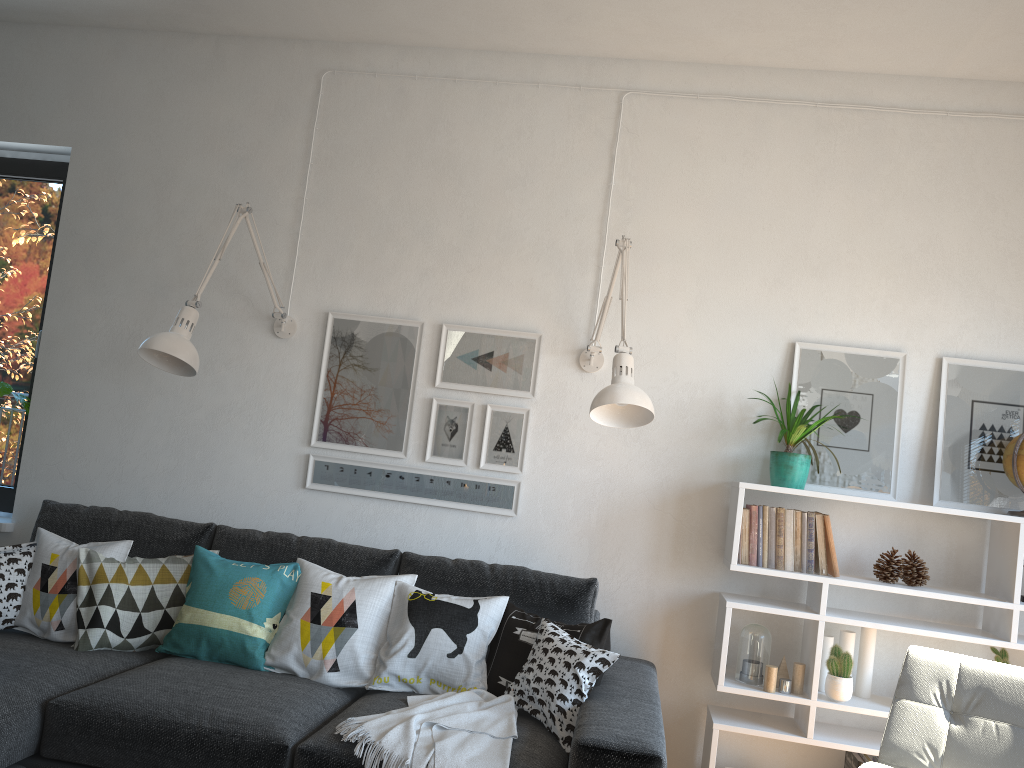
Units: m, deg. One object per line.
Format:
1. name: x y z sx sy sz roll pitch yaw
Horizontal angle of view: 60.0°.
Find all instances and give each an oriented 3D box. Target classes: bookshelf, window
1. bookshelf: 1.291 1.001 2.977 1.189 1.199 0.238 7 -4 8
2. window: -5.994 2.560 17.075 13.970 18.353 24.409 6 -4 15

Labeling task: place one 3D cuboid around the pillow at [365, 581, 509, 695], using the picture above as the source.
1. pillow: -0.231 0.826 2.834 0.382 0.318 0.266 7 -4 8

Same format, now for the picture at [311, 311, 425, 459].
1. picture: -0.560 0.001 3.449 0.390 0.533 0.013 7 -4 8

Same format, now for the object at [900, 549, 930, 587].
1. object: 1.364 0.626 3.003 0.101 0.125 0.096 5 -4 23

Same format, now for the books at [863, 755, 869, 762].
1. books: 1.172 1.359 2.933 0.006 0.208 0.170 7 -4 8

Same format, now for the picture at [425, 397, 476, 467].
1. picture: -0.234 0.184 3.393 0.166 0.248 0.021 7 -4 8

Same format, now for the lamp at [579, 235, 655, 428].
1. lamp: 0.370 -0.178 3.012 0.200 0.669 0.699 7 -4 -1

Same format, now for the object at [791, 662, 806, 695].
1. object: 0.958 0.986 2.968 0.039 0.099 0.039 7 -4 5

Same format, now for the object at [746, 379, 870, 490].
1. object: 1.001 0.180 3.093 0.424 0.371 0.388 8 -4 -5

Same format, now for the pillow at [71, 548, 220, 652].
1. pillow: -1.238 0.727 2.993 0.454 0.362 0.242 9 -4 -25

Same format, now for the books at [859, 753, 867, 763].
1. books: 1.155 1.352 2.944 0.005 0.219 0.176 7 -4 8

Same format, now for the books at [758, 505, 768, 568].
1. books: 0.867 0.524 3.065 0.035 0.209 0.129 7 -4 8

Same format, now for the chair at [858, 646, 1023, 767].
1. chair: 1.108 1.121 2.102 0.545 0.831 0.686 5 -5 33

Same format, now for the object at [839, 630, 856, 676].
1. object: 1.146 0.959 3.053 0.051 0.213 0.051 6 -4 14

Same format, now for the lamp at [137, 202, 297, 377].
1. lamp: -1.038 -0.339 3.220 0.200 0.669 0.699 6 -4 18

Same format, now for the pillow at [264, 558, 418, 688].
1. pillow: -0.570 0.793 2.890 0.436 0.368 0.285 7 -4 8

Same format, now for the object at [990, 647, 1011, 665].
1. object: 1.614 0.996 2.913 0.097 0.236 0.098 7 -4 -4

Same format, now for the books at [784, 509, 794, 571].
1. books: 0.943 0.534 3.056 0.048 0.208 0.135 7 -4 9

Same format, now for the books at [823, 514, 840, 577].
1. books: 1.081 0.549 3.033 0.070 0.204 0.132 7 -4 9

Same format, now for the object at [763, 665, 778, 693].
1. object: 0.849 0.984 3.015 0.079 0.084 0.176 9 -5 -23

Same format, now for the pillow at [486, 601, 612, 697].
1. pillow: 0.110 0.880 2.807 0.449 0.358 0.234 4 -5 34

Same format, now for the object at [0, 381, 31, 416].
1. object: -2.343 0.184 3.598 0.657 0.674 0.448 7 -4 -1

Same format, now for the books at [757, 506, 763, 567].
1. books: 0.851 0.525 3.069 0.033 0.210 0.136 7 -4 9

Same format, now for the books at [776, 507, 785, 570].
1. books: 0.914 0.529 3.055 0.044 0.210 0.133 7 -4 9

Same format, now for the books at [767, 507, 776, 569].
1. books: 0.889 0.528 3.063 0.044 0.209 0.136 7 -4 9

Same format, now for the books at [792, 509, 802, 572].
1. books: 0.970 0.536 3.051 0.044 0.209 0.133 7 -4 8

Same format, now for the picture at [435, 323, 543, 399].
1. picture: -0.088 -0.088 3.395 0.390 0.248 0.021 7 -4 8

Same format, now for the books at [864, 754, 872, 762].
1. books: 1.177 1.355 2.932 0.003 0.216 0.174 7 -4 8

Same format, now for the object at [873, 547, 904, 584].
1. object: 1.286 0.616 3.018 0.095 0.127 0.102 10 -5 -36

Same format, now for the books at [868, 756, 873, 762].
1. books: 1.190 1.362 2.933 0.006 0.211 0.174 7 -4 8

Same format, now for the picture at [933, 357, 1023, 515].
1. picture: 1.693 0.186 3.104 0.390 0.532 0.059 7 -4 8

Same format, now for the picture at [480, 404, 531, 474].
1. picture: -0.025 0.208 3.362 0.166 0.248 0.021 7 -4 8

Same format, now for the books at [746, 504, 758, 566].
1. books: 0.828 0.521 3.071 0.043 0.205 0.129 7 -4 8

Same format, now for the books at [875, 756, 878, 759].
1. books: 1.213 1.362 2.930 0.005 0.211 0.174 7 -4 8

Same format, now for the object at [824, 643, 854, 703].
1. object: 1.085 0.962 2.934 0.088 0.172 0.088 5 -4 24

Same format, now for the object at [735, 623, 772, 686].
1. object: 0.836 0.929 3.063 0.108 0.197 0.109 6 -4 20

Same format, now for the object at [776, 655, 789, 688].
1. object: 0.928 0.983 3.038 0.062 0.108 0.062 7 -4 8

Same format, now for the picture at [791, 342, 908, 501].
1. picture: 1.193 0.129 3.178 0.390 0.532 0.059 7 -4 8

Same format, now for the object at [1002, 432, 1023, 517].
1. object: 1.765 0.300 2.973 0.217 0.305 0.216 5 -4 25

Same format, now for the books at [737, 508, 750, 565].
1. books: 0.800 0.525 3.069 0.047 0.191 0.124 7 -4 8

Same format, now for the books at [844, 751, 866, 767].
1. books: 1.131 1.344 2.944 0.025 0.228 0.168 7 -4 8

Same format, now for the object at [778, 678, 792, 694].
1. object: 0.911 1.007 2.955 0.040 0.044 0.040 4 -5 35

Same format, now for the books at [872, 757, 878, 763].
1. books: 1.202 1.359 2.923 0.007 0.214 0.171 7 -4 8

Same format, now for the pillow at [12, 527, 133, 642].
1. pillow: -1.476 0.674 2.957 0.360 0.343 0.173 7 -4 8

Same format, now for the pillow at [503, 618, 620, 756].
1. pillow: 0.139 0.885 2.620 0.170 0.312 0.358 11 -5 -41

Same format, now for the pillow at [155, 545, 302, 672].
1. pillow: -0.913 0.738 2.939 0.414 0.340 0.273 7 -4 8

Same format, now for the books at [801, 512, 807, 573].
1. books: 0.992 0.541 3.049 0.035 0.204 0.131 7 -4 8

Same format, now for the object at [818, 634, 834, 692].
1. object: 1.076 0.963 3.061 0.051 0.188 0.051 6 -4 14

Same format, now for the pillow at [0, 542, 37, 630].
1. pillow: -1.707 0.668 2.898 0.160 0.319 0.334 3 -6 44

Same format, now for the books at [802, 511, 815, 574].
1. books: 1.014 0.541 3.047 0.044 0.208 0.133 7 -4 9

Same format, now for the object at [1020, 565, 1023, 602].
1. object: 1.719 0.618 2.962 0.134 0.217 0.066 5 -4 23

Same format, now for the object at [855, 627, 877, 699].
1. object: 1.216 0.954 3.047 0.051 0.238 0.051 5 -4 26

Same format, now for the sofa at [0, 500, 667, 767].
1. sofa: -0.873 0.877 2.271 2.508 0.847 2.166 7 -4 8

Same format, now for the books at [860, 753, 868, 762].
1. books: 1.163 1.355 2.936 0.004 0.214 0.176 7 -4 8

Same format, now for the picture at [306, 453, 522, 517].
1. picture: -0.382 0.385 3.396 0.837 0.136 0.021 7 -4 8

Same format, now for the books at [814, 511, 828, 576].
1. books: 1.050 0.545 3.041 0.061 0.211 0.128 7 -4 9

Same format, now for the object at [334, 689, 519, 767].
1. object: -0.231 0.984 2.431 0.488 0.212 0.606 7 -4 5
